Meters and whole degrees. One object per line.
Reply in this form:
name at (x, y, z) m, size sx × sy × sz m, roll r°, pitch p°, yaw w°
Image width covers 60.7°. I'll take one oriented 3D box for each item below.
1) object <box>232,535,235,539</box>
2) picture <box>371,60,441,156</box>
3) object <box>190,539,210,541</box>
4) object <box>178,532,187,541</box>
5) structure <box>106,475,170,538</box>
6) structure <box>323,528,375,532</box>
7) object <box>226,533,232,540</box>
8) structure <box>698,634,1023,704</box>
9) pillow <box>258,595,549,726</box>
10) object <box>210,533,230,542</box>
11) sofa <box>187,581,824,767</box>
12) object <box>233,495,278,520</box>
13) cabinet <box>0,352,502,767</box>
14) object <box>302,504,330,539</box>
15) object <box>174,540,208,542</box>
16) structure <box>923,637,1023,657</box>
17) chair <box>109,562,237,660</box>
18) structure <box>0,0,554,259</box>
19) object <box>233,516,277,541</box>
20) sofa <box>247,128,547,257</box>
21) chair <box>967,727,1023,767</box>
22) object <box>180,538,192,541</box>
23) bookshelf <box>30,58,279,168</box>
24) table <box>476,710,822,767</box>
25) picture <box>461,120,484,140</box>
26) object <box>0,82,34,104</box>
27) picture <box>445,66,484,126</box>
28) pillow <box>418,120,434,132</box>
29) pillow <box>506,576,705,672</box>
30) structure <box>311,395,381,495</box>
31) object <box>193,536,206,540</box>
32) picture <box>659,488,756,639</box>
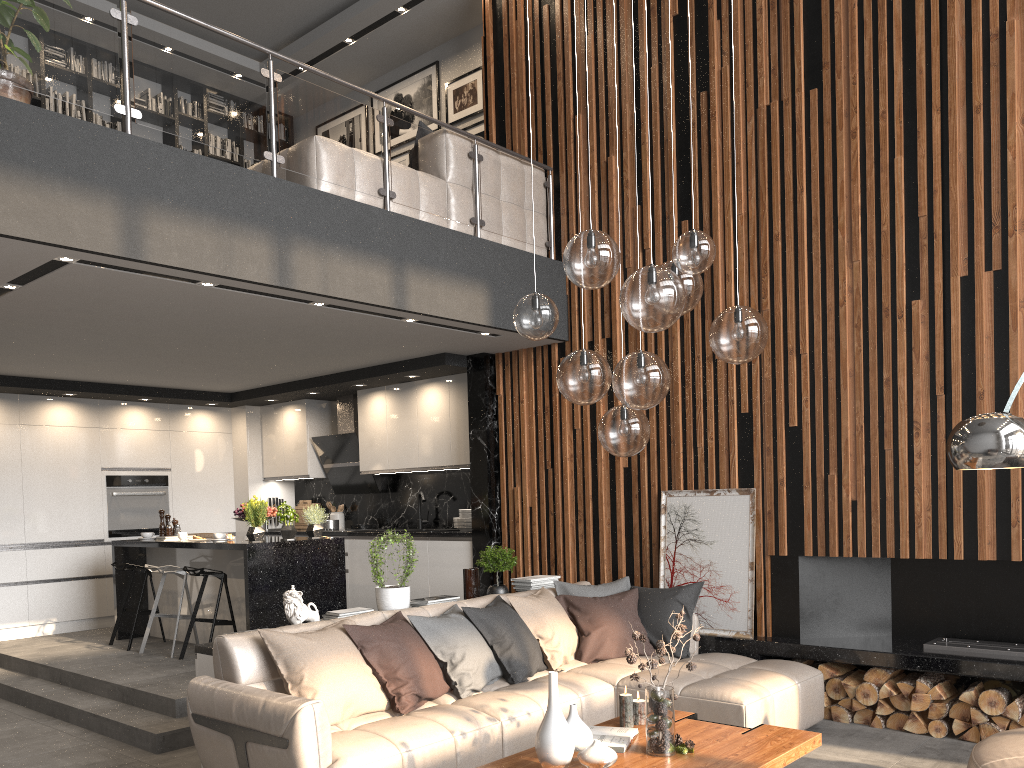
object at (-2.370, 1.263, 7.246) m, size 0.070 × 0.059 × 0.131 m, roll -5°, pitch -6°, yaw 41°
picture at (-1.061, -2.689, 8.649) m, size 0.995 × 0.656 × 0.025 m, roll -6°, pitch -1°, yaw 41°
object at (-2.614, 1.305, 7.326) m, size 0.191 × 0.012 × 0.193 m, roll 0°, pitch -8°, yaw -16°
object at (-2.755, 1.279, 7.324) m, size 0.077 × 0.070 × 0.084 m, roll -2°, pitch -4°, yaw 1°
structure at (-4.087, 1.296, 9.279) m, size 0.654 × 0.632 × 0.655 m, roll -4°, pitch -4°, yaw 41°
structure at (-1.742, 1.520, 9.099) m, size 0.603 × 0.060 × 0.511 m, roll -8°, pitch -10°, yaw 41°
object at (-2.340, 1.257, 7.201) m, size 0.074 × 0.059 × 0.061 m, roll 0°, pitch -4°, yaw -27°
structure at (2.476, 1.835, 5.388) m, size 6.560 × 0.458 × 0.668 m, roll -8°, pitch -8°, yaw 41°
pillow at (-0.421, 1.479, 4.794) m, size 0.544 × 0.498 × 1.945 m, roll -4°, pitch -7°, yaw 40°
object at (-2.316, 1.219, 6.940) m, size 0.155 × 0.070 × 0.156 m, roll -3°, pitch -6°, yaw 10°
sofa at (0.195, 1.638, 4.762) m, size 1.884 × 0.817 × 3.250 m, roll -7°, pitch -9°, yaw 41°
object at (-2.102, 1.015, 7.140) m, size 0.320 × 0.215 × 0.348 m, roll -5°, pitch -6°, yaw 39°
cabinet at (-2.534, 0.896, 7.768) m, size 6.229 × 3.244 × 3.622 m, roll -6°, pitch -6°, yaw 41°
object at (-1.610, 1.121, 7.161) m, size 0.221 × 0.284 × 0.211 m, roll 0°, pitch -2°, yaw -35°
object at (-2.670, 1.310, 7.316) m, size 0.229 × 0.003 × 0.228 m, roll -8°, pitch -10°, yaw 41°
structure at (2.839, 1.567, 5.142) m, size 0.714 × 0.103 × 0.300 m, roll -8°, pitch -9°, yaw 41°
chair at (-2.808, 1.852, 7.249) m, size 1.735 × 0.737 × 0.433 m, roll -7°, pitch -4°, yaw 41°
structure at (-2.312, -1.294, 6.339) m, size 3.391 × 0.739 × 4.230 m, roll -8°, pitch -9°, yaw 41°
object at (-2.096, 1.179, 7.134) m, size 0.367 × 0.188 × 0.369 m, roll -2°, pitch -6°, yaw 5°
sofa at (-1.271, -1.284, 6.762) m, size 2.297 × 0.781 × 2.281 m, roll -7°, pitch -9°, yaw 41°
chair at (2.483, 1.326, 3.178) m, size 1.479 × 0.899 × 1.454 m, roll 0°, pitch -5°, yaw -22°
object at (-2.725, 1.295, 7.287) m, size 0.130 × 0.027 × 0.027 m, roll -2°, pitch -3°, yaw 1°
bookshelf at (-3.687, -1.839, 8.619) m, size 0.248 × 2.513 × 3.525 m, roll 0°, pitch -2°, yaw 42°
table at (0.555, 1.711, 3.622) m, size 0.901 × 0.354 × 1.455 m, roll -7°, pitch -9°, yaw 41°
picture at (-0.364, -2.060, 8.073) m, size 0.647 × 0.643 × 0.025 m, roll -4°, pitch 0°, yaw 41°
object at (-2.392, -1.931, 4.193) m, size 0.772 × 1.471 × 0.528 m, roll -2°, pitch 1°, yaw -28°
picture at (-0.433, -2.657, 8.104) m, size 0.506 × 0.411 × 0.025 m, roll -5°, pitch -1°, yaw 41°
pillow at (-0.700, -1.512, 6.914) m, size 0.760 × 0.546 × 1.394 m, roll 0°, pitch -6°, yaw -18°
pillow at (0.576, 1.583, 5.762) m, size 1.382 × 0.548 × 0.766 m, roll 0°, pitch -5°, yaw -18°
structure at (-1.701, 0.635, 9.146) m, size 0.740 × 1.032 × 0.412 m, roll -3°, pitch 0°, yaw 41°
object at (-2.607, 1.290, 7.331) m, size 0.128 × 0.043 × 0.075 m, roll -6°, pitch -7°, yaw 34°
picture at (1.338, 1.225, 6.037) m, size 0.731 × 0.999 × 0.101 m, roll -3°, pitch 0°, yaw 41°
